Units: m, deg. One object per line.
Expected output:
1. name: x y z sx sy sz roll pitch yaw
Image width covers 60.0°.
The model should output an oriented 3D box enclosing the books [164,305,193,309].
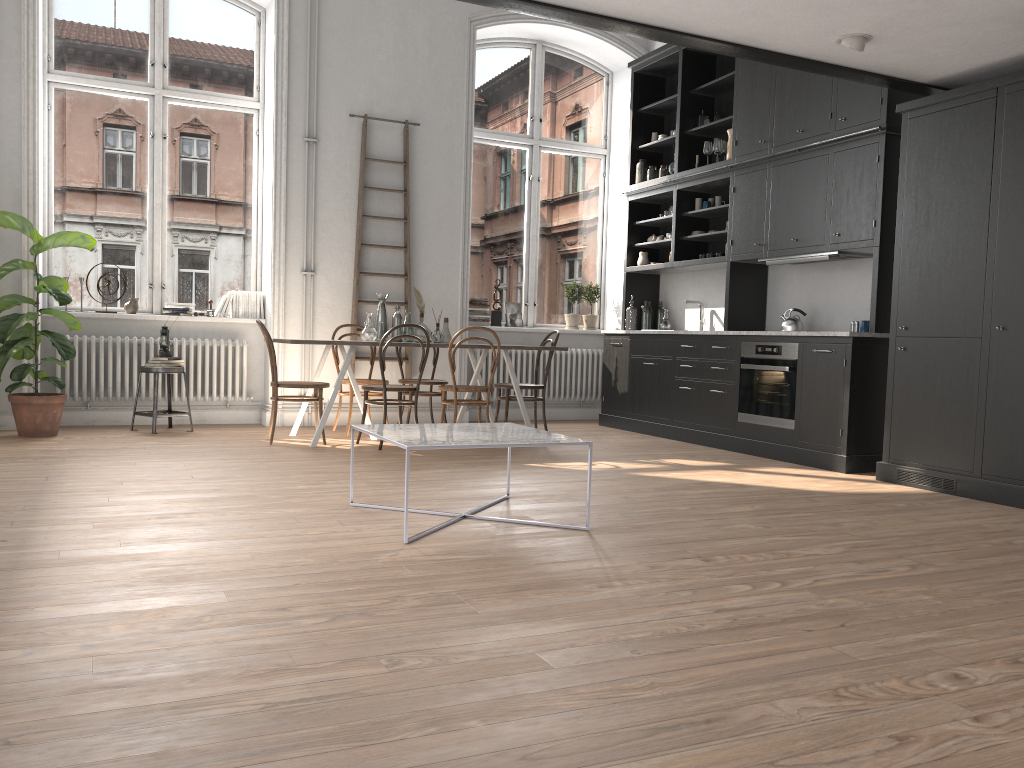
1. books: -2.905 -0.670 7.723 0.205 0.020 0.155 0 4 -35

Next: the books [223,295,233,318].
1. books: -2.538 -0.694 7.924 0.072 0.203 0.155 0 4 -25

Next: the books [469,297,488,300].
1. books: -0.368 -0.858 8.923 0.201 0.024 0.159 0 4 -35

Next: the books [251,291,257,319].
1. books: -2.342 -0.713 8.037 0.024 0.243 0.175 0 4 -25

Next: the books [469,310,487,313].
1. books: -0.363 -0.727 8.924 0.205 0.022 0.155 1 3 -11

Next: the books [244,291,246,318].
1. books: -2.420 -0.714 7.995 0.019 0.244 0.174 0 4 -25

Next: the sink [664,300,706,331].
1. sink: 1.550 -0.518 8.163 0.514 0.505 0.526 0 3 -25

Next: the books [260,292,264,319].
1. books: -2.281 -0.712 8.041 0.040 0.244 0.174 0 4 -25

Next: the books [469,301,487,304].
1. books: -0.373 -0.814 8.914 0.231 0.023 0.162 1 3 -10

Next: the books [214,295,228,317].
1. books: -2.598 -0.692 7.899 0.105 0.194 0.155 0 4 -26

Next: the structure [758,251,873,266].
1. structure: 2.311 -0.976 6.776 0.379 0.123 0.843 0 3 -25

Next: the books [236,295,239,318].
1. books: -2.471 -0.694 7.955 0.020 0.205 0.155 0 4 -25

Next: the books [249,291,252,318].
1. books: -2.374 -0.712 7.998 0.019 0.244 0.174 0 4 -25

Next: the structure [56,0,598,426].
1. structure: -1.306 -1.860 8.145 5.182 4.476 0.340 0 4 -25

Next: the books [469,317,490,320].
1. books: -0.372 -0.662 8.911 0.249 0.023 0.175 0 3 -24

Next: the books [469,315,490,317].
1. books: -0.369 -0.681 8.928 0.255 0.014 0.192 1 3 -22

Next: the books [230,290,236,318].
1. books: -2.503 -0.714 7.961 0.024 0.243 0.175 0 4 -25

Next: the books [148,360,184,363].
1. books: -2.811 -0.183 7.212 0.162 0.029 0.232 4 4 36

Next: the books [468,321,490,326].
1. books: -0.376 -0.606 8.915 0.248 0.043 0.192 0 3 -25

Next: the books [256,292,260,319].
1. books: -2.311 -0.712 8.030 0.024 0.243 0.175 0 4 -25

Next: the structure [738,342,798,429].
1. structure: 2.159 0.000 6.769 0.618 0.623 0.621 0 3 -25

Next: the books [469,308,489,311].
1. books: -0.361 -0.750 8.930 0.222 0.024 0.158 0 3 -25

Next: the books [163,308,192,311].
1. books: -2.913 -0.650 7.734 0.221 0.023 0.147 1 3 -9

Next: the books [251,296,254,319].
1. books: -2.355 -0.693 8.010 0.020 0.205 0.155 0 4 -25

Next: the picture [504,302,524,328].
1. picture: -0.006 -0.709 9.144 0.221 0.264 0.148 -1 4 -41

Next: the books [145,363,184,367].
1. books: -2.821 -0.157 7.206 0.194 0.034 0.246 3 3 15

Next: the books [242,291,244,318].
1. books: -2.430 -0.713 7.971 0.019 0.244 0.174 0 4 -25

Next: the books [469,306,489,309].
1. books: -0.361 -0.772 8.922 0.205 0.022 0.155 0 3 -30

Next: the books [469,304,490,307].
1. books: -0.366 -0.793 8.919 0.244 0.019 0.174 0 3 -25

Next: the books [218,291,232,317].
1. books: -2.560 -0.711 7.911 0.100 0.235 0.174 0 4 -25

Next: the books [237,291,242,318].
1. books: -2.447 -0.712 7.954 0.024 0.243 0.175 0 4 -25

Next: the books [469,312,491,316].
1. books: -0.370 -0.702 8.928 0.245 0.028 0.193 0 3 -30

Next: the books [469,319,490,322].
1. books: -0.373 -0.638 8.913 0.249 0.023 0.175 0 3 -29

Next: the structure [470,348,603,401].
1. structure: 0.278 -0.100 9.096 1.577 0.552 0.194 0 4 -25

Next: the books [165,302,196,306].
1. books: -2.896 -0.696 7.748 0.244 0.019 0.174 1 3 -15

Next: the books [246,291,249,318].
1. books: -2.402 -0.714 8.009 0.024 0.243 0.175 0 4 -25

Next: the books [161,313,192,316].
1. books: -2.924 -0.605 7.737 0.221 0.023 0.147 3 3 24

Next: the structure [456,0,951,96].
1. structure: 1.199 -2.324 2.618 5.927 1.213 4.156 0 3 -25

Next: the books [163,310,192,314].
1. books: -2.916 -0.628 7.735 0.205 0.022 0.155 2 3 -5

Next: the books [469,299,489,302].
1. books: -0.360 -0.835 8.918 0.205 0.020 0.155 0 3 -25

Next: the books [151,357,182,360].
1. books: -2.809 -0.206 7.212 0.147 0.027 0.221 2 3 7
